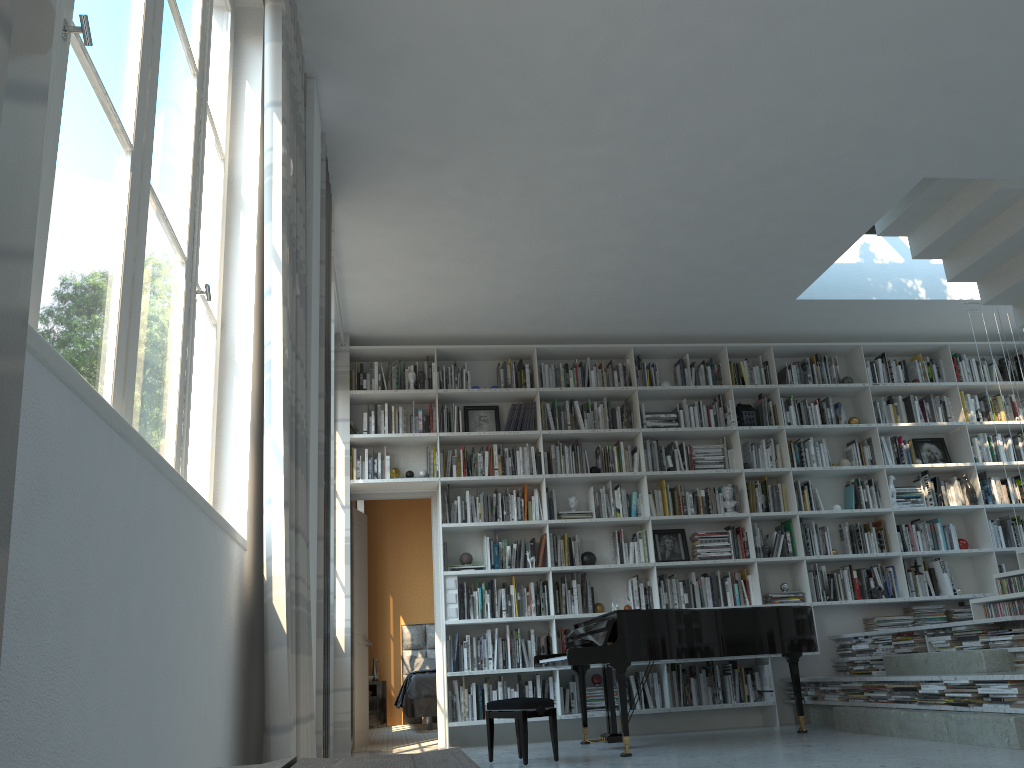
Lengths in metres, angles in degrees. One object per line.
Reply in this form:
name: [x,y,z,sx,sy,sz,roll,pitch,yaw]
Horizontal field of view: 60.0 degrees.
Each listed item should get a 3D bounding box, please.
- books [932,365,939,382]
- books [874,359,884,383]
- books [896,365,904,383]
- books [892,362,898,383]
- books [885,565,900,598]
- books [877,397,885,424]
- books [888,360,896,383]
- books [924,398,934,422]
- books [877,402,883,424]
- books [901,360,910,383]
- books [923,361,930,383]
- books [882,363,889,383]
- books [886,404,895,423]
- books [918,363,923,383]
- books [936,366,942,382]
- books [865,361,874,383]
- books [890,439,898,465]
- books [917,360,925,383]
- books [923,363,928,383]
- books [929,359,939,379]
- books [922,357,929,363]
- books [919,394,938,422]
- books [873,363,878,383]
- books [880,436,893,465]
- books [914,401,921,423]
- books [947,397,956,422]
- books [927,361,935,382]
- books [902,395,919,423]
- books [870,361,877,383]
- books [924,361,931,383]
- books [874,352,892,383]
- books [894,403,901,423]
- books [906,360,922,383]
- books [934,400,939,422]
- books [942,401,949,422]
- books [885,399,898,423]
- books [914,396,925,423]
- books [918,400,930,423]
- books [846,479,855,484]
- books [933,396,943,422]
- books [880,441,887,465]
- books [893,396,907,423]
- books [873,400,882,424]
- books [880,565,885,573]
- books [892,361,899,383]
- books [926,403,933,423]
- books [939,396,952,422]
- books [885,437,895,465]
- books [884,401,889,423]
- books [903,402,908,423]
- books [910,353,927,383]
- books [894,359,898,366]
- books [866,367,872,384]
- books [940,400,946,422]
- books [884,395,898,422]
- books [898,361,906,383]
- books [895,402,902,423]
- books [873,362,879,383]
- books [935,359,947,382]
books: [3.821,-0.050,8.085,0.029,0.209,0.170,-1,-18,-8]
books: [3.305,-0.074,8.026,0.048,0.277,0.150,-1,-18,-8]
books: [3.474,-0.044,8.029,0.024,0.201,0.190,-1,-18,-8]
books: [3.429,-0.058,8.033,0.022,0.235,0.172,-1,-18,-8]
books: [3.182,1.670,7.435,0.025,0.271,0.172,-1,-18,-8]
books: [3.275,0.274,7.913,0.051,0.281,0.167,-1,-18,-8]
books: [3.410,-0.070,8.033,0.014,0.261,0.169,-1,-18,-8]
books: [3.720,0.276,7.969,0.023,0.263,0.156,-1,-18,-8]
books: [3.244,0.296,7.901,0.013,0.236,0.142,-1,-18,-8]
books: [3.539,-0.067,8.057,0.030,0.256,0.165,-1,-18,-8]
books: [3.737,-0.067,8.079,0.031,0.248,0.165,-1,-18,-8]
books: [3.345,-0.052,8.026,0.030,0.230,0.148,-1,-18,-8]
books: [3.343,0.304,7.897,0.025,0.207,0.176,-1,-18,-8]
books: [3.666,-0.054,8.061,0.008,0.220,0.183,-1,-18,-8]
books: [3.873,-0.044,8.115,0.031,0.210,0.132,-1,-18,-8]
books: [3.193,-0.061,8.003,0.025,0.249,0.178,-1,-18,-8]
books: [3.332,0.633,7.823,0.043,0.268,0.131,-1,-18,-8]
books: [3.684,-0.067,8.074,0.016,0.251,0.189,-1,-18,-8]
books: [3.721,-0.058,8.067,0.007,0.225,0.170,-1,-18,-8]
books: [3.844,-0.077,8.116,0.025,0.278,0.136,-1,-18,-8]
books: [3.793,-0.087,8.108,0.020,0.298,0.131,-1,-18,-8]
books: [3.743,0.256,7.964,0.022,0.293,0.181,-1,-18,-8]
books: [3.244,-0.051,8.010,0.024,0.230,0.169,-1,-18,-8]
books: [3.264,0.620,7.801,0.065,0.288,0.146,-1,-18,-8]
books: [3.576,0.287,7.925,0.030,0.229,0.187,-1,-18,-8]
books: [3.920,0.272,7.997,0.031,0.264,0.170,-1,-18,-8]
books: [3.779,-0.063,8.077,0.018,0.234,0.187,-1,-18,-8]
books: [3.514,0.262,7.895,0.032,0.264,0.246,-1,-18,-8]
books: [3.219,-0.059,8.000,0.026,0.241,0.185,-1,-18,-8]
books: [3.759,-0.066,8.098,0.017,0.256,0.147,-1,-18,-8]
books: [3.365,-0.104,8.034,0.014,0.331,0.181,-1,-18,-8]
books: [3.405,0.299,7.920,0.030,0.223,0.158,-1,-18,-8]
books: [3.652,-0.072,8.062,0.019,0.255,0.170,-1,-18,-8]
books: [3.773,0.281,7.972,0.011,0.248,0.152,-1,-18,-8]
books: [3.868,0.289,7.990,0.022,0.233,0.159,-1,-18,-8]
books: [3.366,0.279,7.913,0.026,0.260,0.168,-1,-18,-8]
books: [3.626,0.270,7.967,0.048,0.282,0.163,-1,-18,-8]
books: [3.661,0.283,7.942,0.014,0.239,0.190,-1,-18,-8]
books: [2.948,0.976,7.653,0.016,0.289,0.135,-1,-18,-8]
books: [3.797,0.267,7.970,0.036,0.271,0.177,-1,-18,-8]
books: [3.228,0.638,7.785,0.011,0.247,0.156,-1,-18,-8]
books: [3.455,0.266,7.931,0.026,0.287,0.157,-1,-18,-8]
books: [3.231,0.288,7.904,0.012,0.253,0.161,-1,-18,-8]
books: [3.111,1.674,7.450,0.012,0.281,0.144,-1,-18,-8]
books: [3.449,-0.063,8.046,0.021,0.253,0.152,-1,-18,-8]
books: [3.696,0.295,7.950,0.031,0.216,0.166,-1,-18,-8]
books: [3.891,0.264,7.998,0.026,0.283,0.147,-1,-18,-8]
books: [3.305,0.623,7.813,0.012,0.284,0.160,-1,-18,-8]
books: [3.313,0.291,7.921,0.026,0.250,0.131,-1,-18,-8]
books: [3.480,0.292,7.936,0.025,0.237,0.143,-1,-18,-8]
books: [3.710,-0.101,8.088,0.007,0.319,0.166,-1,-18,-8]
books: [3.486,-0.072,8.068,0.012,0.278,0.153,-1,-18,-8]
books: [3.173,-0.032,7.978,0.022,0.181,0.190,-1,-18,-8]
books: [3.830,0.283,7.977,0.030,0.240,0.162,-1,-18,-8]
books: [3.382,0.265,7.929,0.011,0.295,0.163,-1,-18,-8]
books: [3.517,-0.061,8.065,0.012,0.253,0.161,-1,-18,-8]
books: [3.429,0.298,7.939,0.024,0.235,0.147,-1,-18,-8]
books: [3.266,-0.055,8.033,0.027,0.248,0.140,-1,-18,-8]
books: [3.902,-0.076,8.106,0.026,0.262,0.163,-1,-18,-8]
